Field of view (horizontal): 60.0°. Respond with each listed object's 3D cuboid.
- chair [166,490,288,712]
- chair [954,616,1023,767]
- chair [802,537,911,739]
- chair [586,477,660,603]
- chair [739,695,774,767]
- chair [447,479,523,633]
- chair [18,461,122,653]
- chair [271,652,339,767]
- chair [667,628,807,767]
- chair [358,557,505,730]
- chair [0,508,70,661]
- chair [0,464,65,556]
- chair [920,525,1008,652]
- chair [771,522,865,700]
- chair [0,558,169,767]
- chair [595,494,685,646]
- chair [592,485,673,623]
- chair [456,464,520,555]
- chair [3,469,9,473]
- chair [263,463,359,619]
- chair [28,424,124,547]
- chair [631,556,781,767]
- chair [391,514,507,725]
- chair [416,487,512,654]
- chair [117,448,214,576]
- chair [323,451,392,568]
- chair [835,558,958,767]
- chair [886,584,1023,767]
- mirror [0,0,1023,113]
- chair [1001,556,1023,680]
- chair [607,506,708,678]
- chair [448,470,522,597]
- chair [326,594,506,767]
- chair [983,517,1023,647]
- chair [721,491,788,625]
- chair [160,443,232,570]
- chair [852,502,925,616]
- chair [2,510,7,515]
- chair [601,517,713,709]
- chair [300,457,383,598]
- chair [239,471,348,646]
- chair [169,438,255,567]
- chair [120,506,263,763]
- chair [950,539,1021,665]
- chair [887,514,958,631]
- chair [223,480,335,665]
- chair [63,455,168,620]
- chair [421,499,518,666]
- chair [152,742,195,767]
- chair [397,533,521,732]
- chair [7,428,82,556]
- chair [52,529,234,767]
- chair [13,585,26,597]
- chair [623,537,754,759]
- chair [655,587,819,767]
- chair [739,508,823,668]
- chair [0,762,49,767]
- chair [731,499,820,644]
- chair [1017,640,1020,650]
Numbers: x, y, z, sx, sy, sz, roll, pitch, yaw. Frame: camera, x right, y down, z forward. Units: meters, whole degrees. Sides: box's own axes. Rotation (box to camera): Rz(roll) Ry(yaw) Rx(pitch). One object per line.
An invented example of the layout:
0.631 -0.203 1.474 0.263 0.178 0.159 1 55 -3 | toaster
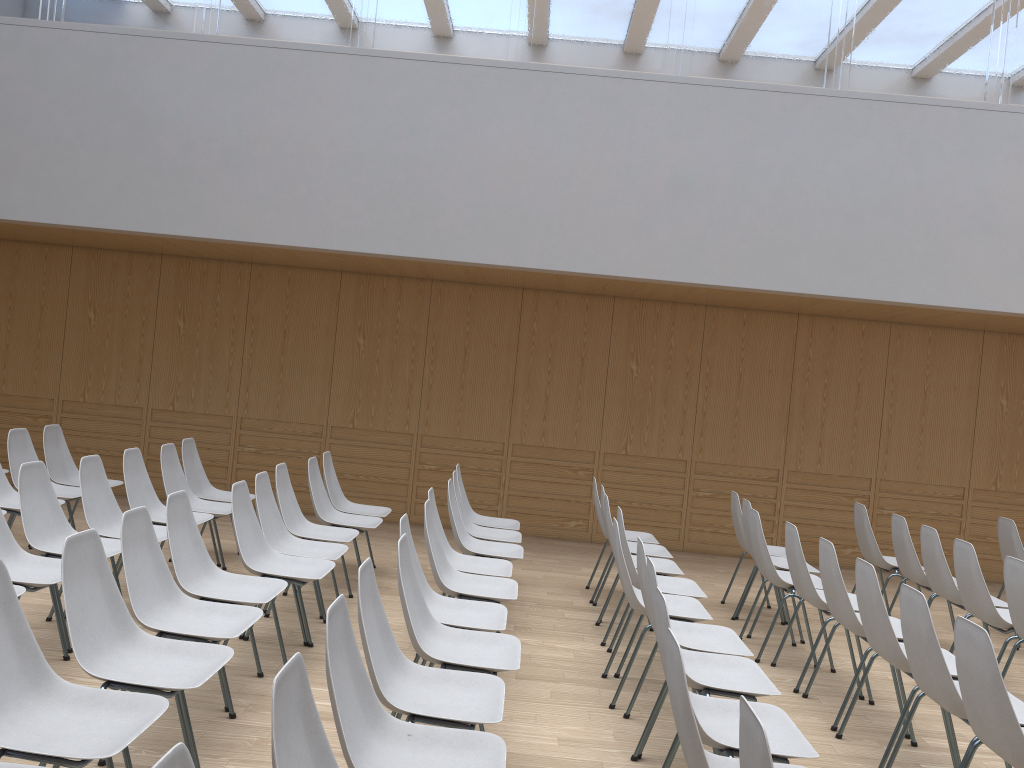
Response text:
-1.312 0.948 4.016 0.505 0.876 0.479 5 0 1 | chair
1.711 1.237 2.897 0.505 0.876 0.479 5 0 1 | chair
1.795 1.246 4.474 0.505 0.876 0.479 5 0 1 | chair
0.819 1.153 6.571 0.505 0.876 0.479 5 0 1 | chair
0.712 1.141 1.858 0.505 0.876 0.479 5 0 1 | chair
-0.182 1.057 5.545 0.505 0.876 0.479 5 0 1 | chair
-2.255 0.858 4.546 0.505 0.876 0.479 5 0 1 | chair
-0.266 1.047 1.863 0.505 0.876 0.479 5 0 1 | chair
0.642 1.134 2.377 0.505 0.876 0.479 5 0 1 | chair
-0.280 1.047 2.927 0.505 0.876 0.479 5 0 1 | chair
-2.227 0.861 3.992 0.505 0.876 0.479 5 0 1 | chair
-3.159 0.773 5.589 0.505 0.876 0.479 5 0 1 | chair
2.785 1.341 5.480 0.505 0.876 0.479 5 0 1 | chair
1.778 1.244 4.991 0.505 0.876 0.479 5 0 1 | chair
-1.267 0.952 2.446 0.505 0.876 0.479 5 0 1 | chair
0.795 1.151 5.529 0.505 0.876 0.479 5 0 1 | chair
0.825 1.154 6.056 0.505 0.876 0.479 5 0 1 | chair
-0.196 1.056 6.589 0.505 0.876 0.479 5 0 1 | chair
-4.140 0.679 6.672 0.505 0.876 0.479 5 0 1 | chair
-1.237 0.956 5.535 0.505 0.876 0.479 5 0 1 | chair
-3.244 0.765 6.652 0.505 0.876 0.479 5 0 1 | chair
0.748 1.145 3.451 0.505 0.876 0.479 5 0 1 | chair
-0.277 1.047 3.953 0.505 0.876 0.479 5 0 1 | chair
-0.253 1.050 5.004 0.505 0.876 0.479 5 0 1 | chair
-2.191 0.865 5.590 0.505 0.876 0.479 5 0 1 | chair
-1.172 0.963 6.596 0.505 0.876 0.479 5 0 1 | chair
1.772 1.243 3.928 0.505 0.876 0.479 5 0 1 | chair
1.742 1.240 3.393 0.505 0.876 0.479 5 0 1 | chair
1.799 -3.445 7.299 17.827 2.090 0.253 5 0 1 | mirror
2.742 1.336 4.450 0.505 0.876 0.479 5 0 1 | chair
0.810 1.152 4.961 0.505 0.876 0.479 5 0 1 | chair
-0.188 1.057 6.075 0.505 0.876 0.479 5 0 1 | chair
-0.272 1.047 2.403 0.505 0.876 0.479 5 0 1 | chair
3.822 1.441 6.480 0.505 0.876 0.479 5 0 1 | chair
1.841 1.251 6.506 0.505 0.876 0.479 5 0 1 | chair
-2.152 0.869 6.075 0.505 0.876 0.479 5 0 1 | chair
2.769 1.340 6.526 0.505 0.876 0.479 5 0 1 | chair
-3.239 0.765 5.062 0.505 0.876 0.479 5 0 1 | chair
0.731 1.144 4.485 0.505 0.876 0.479 5 0 1 | chair
-1.166 0.963 6.095 0.505 0.876 0.479 5 0 1 | chair
-1.208 0.959 5.006 0.505 0.876 0.479 5 0 1 | chair
-2.208 0.864 6.609 0.505 0.876 0.479 5 0 1 | chair
-1.283 0.951 3.500 0.505 0.876 0.479 5 0 1 | chair
2.733 1.336 4.956 0.505 0.876 0.479 5 0 1 | chair
2.815 1.344 5.980 0.505 0.876 0.479 5 0 1 | chair
-1.191 0.960 4.539 0.505 0.876 0.479 5 0 1 | chair
-2.185 0.865 5.027 0.505 0.876 0.479 5 0 1 | chair
-0.224 1.053 4.510 0.505 0.876 0.479 5 0 1 | chair
-0.336 1.040 1.353 0.505 0.876 0.479 5 0 1 | chair
-0.220 1.052 3.450 0.505 0.876 0.479 5 0 1 | chair
-3.214 0.767 6.140 0.505 0.876 0.479 5 0 1 | chair
-1.237 0.955 2.966 0.505 0.876 0.479 5 0 1 | chair
-2.258 0.858 3.480 0.505 0.876 0.479 5 0 1 | chair
0.777 1.148 3.928 0.505 0.876 0.479 5 0 1 | chair
0.695 1.140 2.897 0.505 0.876 0.479 5 0 1 | chair
1.708 1.238 5.492 0.505 0.876 0.479 5 0 1 | chair
-1.319 0.947 1.928 0.505 0.876 0.479 5 0 1 | chair
1.802 1.247 6.030 0.505 0.876 0.479 5 0 1 | chair
3.751 1.434 5.941 0.505 0.876 0.479 5 0 1 | chair
